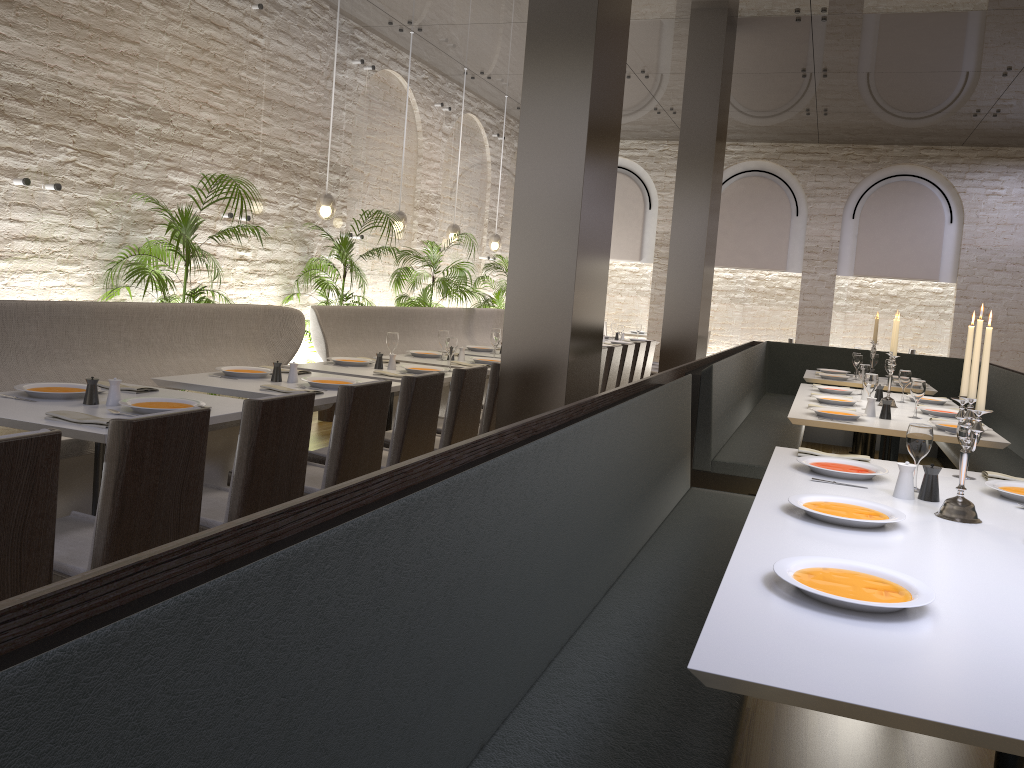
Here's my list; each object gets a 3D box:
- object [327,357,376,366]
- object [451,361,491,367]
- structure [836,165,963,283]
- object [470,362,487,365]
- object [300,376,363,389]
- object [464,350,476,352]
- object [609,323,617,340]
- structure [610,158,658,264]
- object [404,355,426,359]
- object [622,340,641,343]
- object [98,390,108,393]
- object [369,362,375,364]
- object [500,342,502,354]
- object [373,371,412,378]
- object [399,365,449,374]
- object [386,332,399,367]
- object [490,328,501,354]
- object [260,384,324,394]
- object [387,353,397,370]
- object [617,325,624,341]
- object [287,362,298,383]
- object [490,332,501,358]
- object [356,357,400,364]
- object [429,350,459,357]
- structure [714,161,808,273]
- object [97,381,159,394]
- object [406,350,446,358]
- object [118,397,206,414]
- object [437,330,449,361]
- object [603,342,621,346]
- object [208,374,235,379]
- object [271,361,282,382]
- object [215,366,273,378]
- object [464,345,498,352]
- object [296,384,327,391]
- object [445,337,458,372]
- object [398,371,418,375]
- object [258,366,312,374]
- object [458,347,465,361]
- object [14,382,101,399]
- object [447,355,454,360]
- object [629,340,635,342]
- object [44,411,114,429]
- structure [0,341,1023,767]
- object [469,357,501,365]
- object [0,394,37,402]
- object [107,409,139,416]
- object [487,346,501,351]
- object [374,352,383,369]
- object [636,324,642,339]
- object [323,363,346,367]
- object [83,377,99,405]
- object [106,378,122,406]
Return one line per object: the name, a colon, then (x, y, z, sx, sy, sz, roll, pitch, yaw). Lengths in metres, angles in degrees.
object: (-1.070, -0.146, 5.898, 0.321, 0.036, 0.323, 0, 7, -35)
object: (-0.298, -0.139, 6.475, 0.273, 0.033, 0.143, 7, 6, 19)
structure: (5.704, -2.372, 12.992, 1.635, 1.670, 0.098, 6, 4, 19)
object: (-0.242, -0.152, 6.643, 0.181, 0.015, 0.038, 7, 6, 21)
object: (-0.948, -0.002, 4.652, 0.321, 0.036, 0.322, 4, 6, -3)
object: (-0.355, -0.295, 7.916, 0.185, 0.010, 0.017, 7, 6, 19)
object: (1.379, -0.716, 12.091, 0.086, 0.230, 0.087, 1, 5, -41)
structure: (1.593, -2.854, 14.447, 1.636, 1.670, 0.098, 6, 4, 19)
object: (-0.746, -0.209, 6.822, 0.185, 0.010, 0.017, 7, 6, 19)
object: (1.618, -0.563, 11.834, 0.273, 0.033, 0.143, 7, 6, 19)
object: (-1.817, 0.026, 3.823, 0.181, 0.015, 0.038, 7, 6, 21)
object: (-1.015, -0.151, 6.067, 0.181, 0.015, 0.038, 7, 6, 21)
object: (-0.079, -0.326, 7.939, 0.059, 0.109, 0.059, 5, 4, 11)
object: (-0.690, -0.053, 5.380, 0.273, 0.033, 0.143, 7, 6, 19)
object: (-0.567, -0.086, 5.718, 0.321, 0.036, 0.323, 0, 7, -35)
object: (-0.810, -0.232, 5.968, 0.086, 0.230, 0.087, 2, 5, -29)
object: (-0.146, -0.379, 7.827, 0.086, 0.230, 0.087, 2, 5, -29)
object: (-1.071, 0.032, 4.314, 0.273, 0.033, 0.143, 7, 6, 19)
object: (-0.780, -0.148, 5.770, 0.059, 0.109, 0.059, 7, 5, 28)
object: (1.391, -0.638, 11.372, 0.086, 0.230, 0.087, 1, 5, -41)
object: (-1.161, -0.064, 4.704, 0.059, 0.109, 0.059, 5, 4, 11)
object: (-0.136, -0.300, 7.100, 0.087, 0.230, 0.086, 6, 4, 25)
object: (-0.939, -0.162, 6.214, 0.273, 0.033, 0.143, 7, 6, 19)
object: (-0.548, -0.249, 7.309, 0.273, 0.033, 0.143, 7, 6, 19)
structure: (3.715, -2.606, 13.696, 1.635, 1.670, 0.098, 6, 4, 19)
object: (-1.741, 0.015, 3.971, 0.273, 0.033, 0.143, 7, 6, 19)
object: (-0.679, -0.232, 6.994, 0.322, 0.036, 0.322, 5, 6, 2)
object: (-1.369, 0.091, 3.474, 0.321, 0.036, 0.322, 4, 6, -3)
object: (-0.528, -0.294, 6.758, 0.086, 0.230, 0.086, 3, 4, -23)
object: (1.234, -0.478, 10.761, 0.273, 0.033, 0.143, 7, 6, 19)
object: (-1.518, -0.038, 4.661, 0.185, 0.010, 0.017, 7, 6, 19)
object: (-1.242, -0.068, 4.685, 0.059, 0.109, 0.059, 5, 4, 11)
object: (-1.452, -0.061, 4.832, 0.321, 0.036, 0.322, 4, 6, -3)
object: (-0.288, -0.319, 8.086, 0.321, 0.036, 0.322, 4, 6, -3)
object: (-1.015, 0.019, 4.481, 0.181, 0.015, 0.038, 7, 6, 21)
object: (-0.410, -0.197, 5.938, 0.086, 0.230, 0.087, 2, 5, -29)
object: (-0.634, -0.066, 5.548, 0.181, 0.015, 0.038, 7, 6, 21)
object: (-1.320, -0.078, 5.148, 0.273, 0.033, 0.143, 7, 6, 19)
object: (-0.388, -0.235, 6.865, 0.059, 0.109, 0.059, 5, 4, 11)
object: (-1.873, 0.032, 3.655, 0.321, 0.036, 0.322, 4, 6, -3)
object: (-0.470, -0.239, 6.846, 0.059, 0.109, 0.059, 5, 4, 11)
object: (1.674, -0.576, 12.002, 0.181, 0.015, 0.038, 7, 6, 21)
object: (-1.492, 0.125, 3.137, 0.273, 0.033, 0.143, 7, 6, 19)
structure: (1.933, 0.526, 4.436, 2.375, 0.998, 10.768, 7, 6, 19)
object: (-0.175, -0.173, 6.813, 0.322, 0.036, 0.322, 5, 6, 2)
object: (-1.939, 0.055, 3.484, 0.185, 0.010, 0.017, 7, 6, 19)
object: (-1.436, 0.112, 3.304, 0.181, 0.015, 0.038, 7, 6, 21)
object: (-0.157, -0.335, 8.403, 0.273, 0.033, 0.143, 7, 6, 19)
object: (-0.861, -0.153, 5.751, 0.059, 0.109, 0.059, 7, 5, 28)
object: (1.771, -0.722, 12.433, 0.086, 0.230, 0.087, 1, 5, -41)
object: (-1.137, -0.122, 5.727, 0.185, 0.010, 0.017, 7, 6, 19)
object: (-1.663, 0.025, 3.507, 0.059, 0.109, 0.059, 5, 4, 11)
object: (-1.582, 0.029, 3.527, 0.059, 0.109, 0.059, 5, 4, 11)
